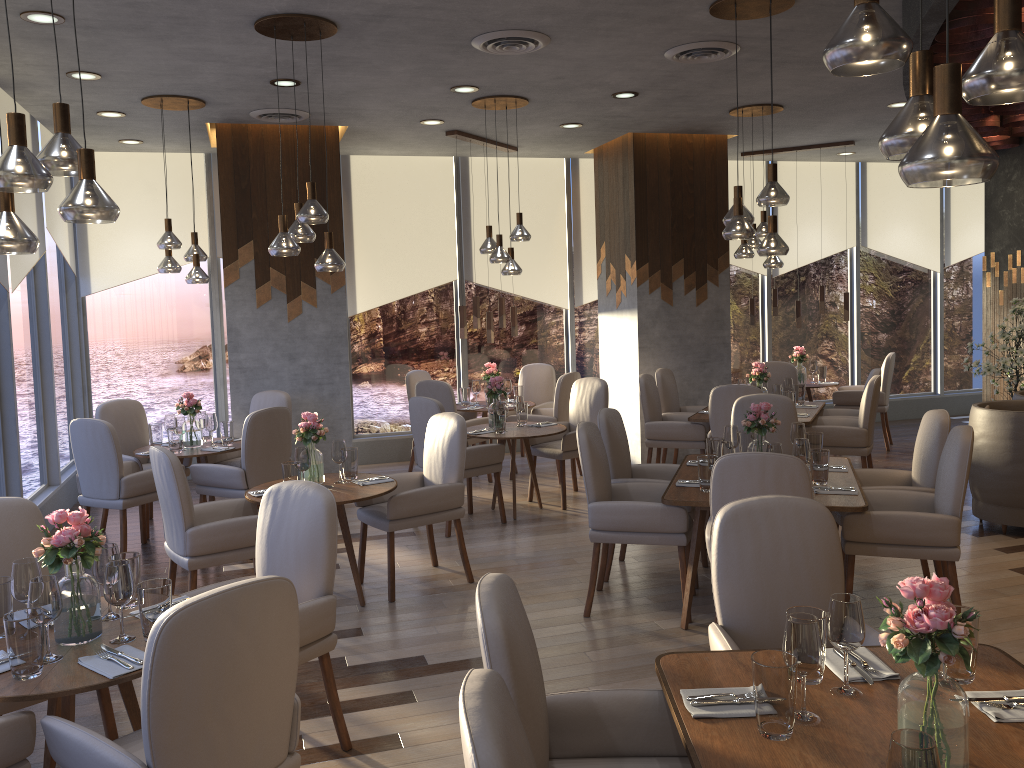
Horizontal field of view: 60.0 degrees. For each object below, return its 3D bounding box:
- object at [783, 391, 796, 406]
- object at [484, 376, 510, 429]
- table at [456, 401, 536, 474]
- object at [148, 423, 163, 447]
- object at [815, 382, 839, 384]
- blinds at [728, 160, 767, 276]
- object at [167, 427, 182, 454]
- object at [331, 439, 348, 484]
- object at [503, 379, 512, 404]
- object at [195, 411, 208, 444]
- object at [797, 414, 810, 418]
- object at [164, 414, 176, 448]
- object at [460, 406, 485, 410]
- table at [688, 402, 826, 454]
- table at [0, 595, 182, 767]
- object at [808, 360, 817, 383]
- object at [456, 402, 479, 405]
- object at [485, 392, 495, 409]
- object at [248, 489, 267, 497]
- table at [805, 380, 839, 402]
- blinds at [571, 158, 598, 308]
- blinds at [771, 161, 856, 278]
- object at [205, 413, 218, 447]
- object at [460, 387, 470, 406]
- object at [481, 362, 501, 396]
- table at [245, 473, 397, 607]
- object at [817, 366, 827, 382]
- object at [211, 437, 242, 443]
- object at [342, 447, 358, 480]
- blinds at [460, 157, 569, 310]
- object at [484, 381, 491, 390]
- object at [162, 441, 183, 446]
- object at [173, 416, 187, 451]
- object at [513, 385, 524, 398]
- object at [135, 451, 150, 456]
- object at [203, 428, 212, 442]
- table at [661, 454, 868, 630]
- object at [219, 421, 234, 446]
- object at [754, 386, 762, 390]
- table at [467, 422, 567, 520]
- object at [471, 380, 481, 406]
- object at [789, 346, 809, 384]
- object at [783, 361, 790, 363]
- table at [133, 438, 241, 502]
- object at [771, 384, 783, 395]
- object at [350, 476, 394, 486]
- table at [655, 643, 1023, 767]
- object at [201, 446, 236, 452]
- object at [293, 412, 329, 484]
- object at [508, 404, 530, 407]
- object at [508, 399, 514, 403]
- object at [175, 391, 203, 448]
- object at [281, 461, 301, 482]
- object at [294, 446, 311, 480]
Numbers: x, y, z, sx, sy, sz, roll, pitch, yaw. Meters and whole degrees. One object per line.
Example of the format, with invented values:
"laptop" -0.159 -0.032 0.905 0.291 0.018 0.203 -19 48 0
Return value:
"object" 2.290 0.152 7.304 0.102 0.178 0.102 -4 5 -26
"object" -0.124 0.143 7.025 0.210 0.415 0.198 0 5 31
"table" -0.177 0.534 8.604 0.834 0.661 0.836 -2 5 4
"object" -2.646 0.387 6.587 0.102 0.178 0.102 -2 4 -6
"object" 3.370 -0.012 9.513 0.255 0.019 0.158 0 6 22
"blinds" 2.418 -2.576 10.263 1.174 2.675 0.007 -3 4 -16
"object" -2.403 0.404 6.327 0.102 0.178 0.102 -2 4 1
"object" -0.986 0.444 5.074 0.092 0.244 0.092 1 5 38
"object" -0.042 0.079 8.565 0.092 0.244 0.092 1 5 33
"object" -2.358 0.330 6.741 0.092 0.244 0.092 -1 4 14
"object" 2.264 0.248 7.146 0.255 0.019 0.158 1 6 27
"object" -2.539 0.350 6.601 0.092 0.244 0.092 -3 4 -14
"object" -0.363 0.222 8.361 0.157 0.019 0.255 1 6 28
"table" 2.126 0.553 7.587 0.964 0.664 1.310 0 6 24
"table" -1.346 1.127 2.806 0.834 0.661 0.835 -3 5 -17
"object" 3.274 -0.134 9.644 0.092 0.244 0.092 -4 4 -26
"object" -0.424 0.187 8.743 0.255 0.019 0.158 1 6 26
"object" -0.202 0.140 8.325 0.102 0.178 0.102 -5 5 -36
"object" -1.311 0.586 4.885 0.255 0.019 0.157 -5 6 -33
"table" 3.141 0.320 9.695 0.834 0.661 0.835 -4 5 -25
"blinds" 1.217 -2.210 9.926 1.174 2.675 0.007 -3 4 -16
"blinds" 3.615 -2.627 10.616 1.174 2.675 0.007 -3 4 -16
"object" -2.227 0.341 6.578 0.092 0.244 0.092 -5 5 -35
"object" -0.451 0.125 8.574 0.102 0.178 0.102 0 4 22
"object" -0.197 -0.005 8.601 0.210 0.415 0.198 -2 4 -4
"table" -1.051 0.909 4.986 0.834 0.661 0.835 1 6 33
"object" 3.381 -0.108 9.673 0.102 0.178 0.102 -4 5 -32
"object" -2.200 0.431 6.811 0.157 0.019 0.255 2 7 33
"object" -0.945 0.466 5.178 0.102 0.178 0.102 -2 4 4
"blinds" 0.023 -2.118 9.576 1.174 2.675 0.007 -3 4 -16
"object" -0.220 0.098 8.431 0.092 0.244 0.092 -5 5 -42
"object" -2.612 0.450 6.755 0.255 0.019 0.158 1 6 28
"object" -2.408 0.361 6.434 0.092 0.244 0.092 -5 5 -35
"object" 0.067 0.107 8.580 0.102 0.178 0.102 -3 4 -14
"object" -2.559 0.484 6.382 0.157 0.019 0.255 2 7 35
"object" -2.363 0.353 6.852 0.102 0.178 0.102 -1 4 10
"table" 1.388 0.838 4.867 0.964 0.664 1.310 0 5 17
"object" -2.118 0.369 6.593 0.102 0.178 0.102 -6 6 -44
"object" 1.995 0.137 7.212 0.092 0.244 0.092 -3 4 -14
"table" 0.024 0.683 6.977 0.835 0.661 0.834 -6 6 -42
"object" -0.345 0.086 8.592 0.092 0.244 0.092 -5 5 -39
"object" 3.097 -0.203 9.536 0.198 0.415 0.210 -5 5 -39
"object" 2.996 -0.127 9.670 0.092 0.244 0.092 -1 4 6
"table" -2.360 0.796 6.626 0.834 0.661 0.835 -5 5 -30
"object" 2.181 0.124 7.284 0.092 0.244 0.092 -3 4 -21
"object" -0.816 0.551 5.075 0.255 0.019 0.157 -5 6 -32
"table" 0.885 1.140 1.881 0.964 0.664 1.310 -2 5 0
"object" -2.150 0.465 6.436 0.255 0.019 0.158 1 6 30
"object" -1.147 0.364 5.072 0.198 0.415 0.210 -6 6 -44
"object" 0.033 0.203 8.423 0.255 0.019 0.158 1 6 30
"object" -0.029 0.168 8.811 0.157 0.019 0.255 2 7 34
"object" -2.392 0.261 6.580 0.198 0.415 0.210 0 4 21
"object" -1.185 0.512 4.775 0.102 0.178 0.102 0 4 23
"object" -1.149 0.468 4.875 0.092 0.244 0.092 -4 4 -30
